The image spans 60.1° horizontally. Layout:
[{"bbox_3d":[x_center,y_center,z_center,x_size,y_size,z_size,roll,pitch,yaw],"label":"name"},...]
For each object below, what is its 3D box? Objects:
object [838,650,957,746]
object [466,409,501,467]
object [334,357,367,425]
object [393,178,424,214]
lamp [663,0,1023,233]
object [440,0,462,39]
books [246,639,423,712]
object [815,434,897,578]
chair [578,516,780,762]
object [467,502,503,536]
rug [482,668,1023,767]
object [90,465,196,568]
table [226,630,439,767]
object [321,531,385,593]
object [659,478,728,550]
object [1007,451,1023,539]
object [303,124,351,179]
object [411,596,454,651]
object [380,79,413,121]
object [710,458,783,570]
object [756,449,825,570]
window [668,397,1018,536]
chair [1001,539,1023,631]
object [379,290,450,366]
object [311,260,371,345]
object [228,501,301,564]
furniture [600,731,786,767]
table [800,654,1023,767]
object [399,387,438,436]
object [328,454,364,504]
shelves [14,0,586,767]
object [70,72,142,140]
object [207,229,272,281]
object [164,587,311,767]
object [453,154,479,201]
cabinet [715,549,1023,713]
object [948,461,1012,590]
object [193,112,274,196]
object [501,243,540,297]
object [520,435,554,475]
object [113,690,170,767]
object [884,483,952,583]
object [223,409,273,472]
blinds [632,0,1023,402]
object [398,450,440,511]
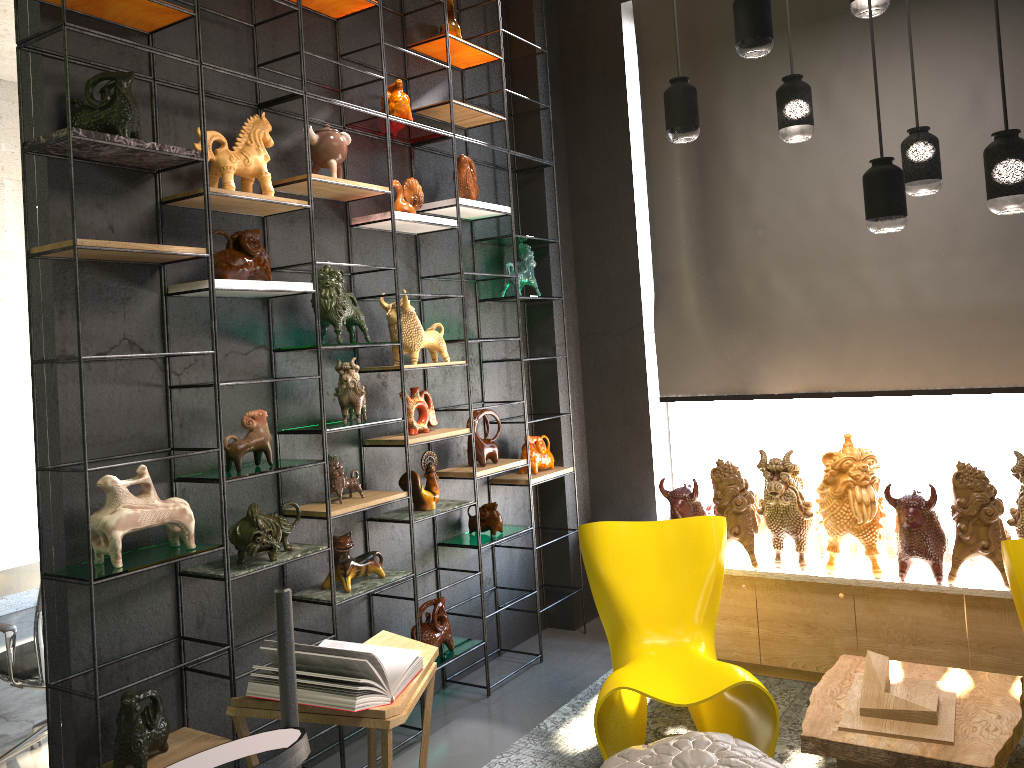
[{"bbox_3d":[1.373,1.079,3.139,0.350,0.136,0.521,-3,2,28],"label":"object"},{"bbox_3d":[-0.157,0.277,4.586,0.114,0.291,0.249,-5,-1,33],"label":"object"},{"bbox_3d":[-0.688,0.029,3.744,0.131,0.280,0.207,-4,-1,-9],"label":"object"},{"bbox_3d":[-0.494,-0.889,4.228,0.234,0.210,0.107,-4,-1,-40],"label":"object"},{"bbox_3d":[0.621,-1.551,1.911,2.678,2.277,2.839,-4,1,-13],"label":"lamp"},{"bbox_3d":[-0.340,-1.893,4.650,0.097,0.290,0.289,-3,0,-19],"label":"object"},{"bbox_3d":[-0.576,0.933,2.946,0.400,0.233,0.482,-3,1,20],"label":"books"},{"bbox_3d":[1.606,0.548,4.145,0.306,0.656,0.470,-5,-1,38],"label":"object"},{"bbox_3d":[0.637,1.036,3.690,0.658,0.898,1.069,-4,0,3],"label":"chair"},{"bbox_3d":[-0.144,0.694,4.591,0.210,0.169,0.105,-3,-1,32],"label":"object"},{"bbox_3d":[1.566,1.451,2.834,3.588,0.010,2.194,-2,3,33],"label":"rug"},{"bbox_3d":[-1.217,0.419,2.927,0.164,0.304,0.342,-5,0,38],"label":"object"},{"bbox_3d":[-0.483,1.273,2.964,0.495,0.620,0.735,-4,0,33],"label":"table"},{"bbox_3d":[-0.646,0.725,3.734,0.155,0.236,0.310,-4,0,36],"label":"object"},{"bbox_3d":[0.951,0.677,4.560,0.219,0.441,0.463,-5,0,38],"label":"object"},{"bbox_3d":[2.246,0.556,3.750,0.271,0.580,0.430,-4,-1,26],"label":"object"},{"bbox_3d":[-0.786,-0.980,3.783,0.164,0.267,0.237,-4,0,4],"label":"object"},{"bbox_3d":[-0.382,1.140,4.094,0.126,0.250,0.254,-4,0,33],"label":"object"},{"bbox_3d":[-0.573,-1.330,4.268,0.139,0.222,0.277,-3,0,-27],"label":"object"},{"bbox_3d":[1.180,0.626,4.469,0.248,0.546,0.476,-5,-1,40],"label":"object"},{"bbox_3d":[1.347,0.593,4.326,0.271,0.580,0.430,-4,-1,26],"label":"object"},{"bbox_3d":[1.880,-0.779,4.907,2.303,3.174,0.051,-4,-2,33],"label":"window"},{"bbox_3d":[1.975,0.981,2.823,0.657,0.898,1.071,-4,0,28],"label":"chair"},{"bbox_3d":[-0.453,-0.262,4.178,0.174,0.352,0.370,-5,0,38],"label":"object"},{"bbox_3d":[-0.740,-0.343,3.753,0.167,0.357,0.255,-5,-1,38],"label":"object"},{"bbox_3d":[-0.939,0.543,3.318,0.192,0.221,0.403,-4,1,2],"label":"object"},{"bbox_3d":[0.568,1.329,2.696,0.678,0.383,0.680,-3,1,33],"label":"furniture"},{"bbox_3d":[1.441,1.297,3.165,0.692,0.309,0.830,-3,2,32],"label":"table"},{"bbox_3d":[-0.441,0.126,4.194,0.060,0.223,0.268,-5,0,33],"label":"object"},{"bbox_3d":[-0.711,0.394,3.741,0.096,0.211,0.183,-5,-1,35],"label":"object"},{"bbox_3d":[-0.617,-0.409,3.989,0.274,3.915,2.997,-5,-1,33],"label":"shelves"},{"bbox_3d":[-1.376,-0.912,2.964,0.253,0.250,0.126,-4,-1,8],"label":"object"},{"bbox_3d":[-1.033,-0.484,3.336,0.138,0.222,0.278,-4,0,32],"label":"object"},{"bbox_3d":[-0.287,0.531,0.871,0.240,0.602,0.239,-3,-2,-31],"label":"object"},{"bbox_3d":[-0.243,-1.055,4.632,0.126,0.250,0.253,-4,0,3],"label":"object"},{"bbox_3d":[2.039,1.117,3.919,2.724,0.531,0.405,-2,0,33],"label":"cabinet"},{"bbox_3d":[2.080,0.589,3.892,0.248,0.546,0.476,-5,-1,40],"label":"object"},{"bbox_3d":[-1.050,-0.881,3.372,0.169,0.363,0.376,-4,0,28],"label":"object"},{"bbox_3d":[0.044,-0.654,5.042,0.151,0.333,0.290,-4,0,25],"label":"object"},{"bbox_3d":[0.143,0.391,5.035,0.138,0.222,0.278,-4,0,33],"label":"object"},{"bbox_3d":[-1.207,1.111,2.894,0.126,0.250,0.253,-4,0,3],"label":"object"},{"bbox_3d":[1.851,0.640,3.983,0.219,0.441,0.463,-5,0,38],"label":"object"},{"bbox_3d":[-0.988,0.211,3.310,0.118,0.221,0.212,-4,0,17],"label":"object"},{"bbox_3d":[-0.734,-0.732,5.680,3.530,3.313,12.683,-4,2,-37],"label":"blinds"},{"bbox_3d":[-0.418,0.454,4.155,0.123,0.271,0.227,-5,-1,33],"label":"object"}]
